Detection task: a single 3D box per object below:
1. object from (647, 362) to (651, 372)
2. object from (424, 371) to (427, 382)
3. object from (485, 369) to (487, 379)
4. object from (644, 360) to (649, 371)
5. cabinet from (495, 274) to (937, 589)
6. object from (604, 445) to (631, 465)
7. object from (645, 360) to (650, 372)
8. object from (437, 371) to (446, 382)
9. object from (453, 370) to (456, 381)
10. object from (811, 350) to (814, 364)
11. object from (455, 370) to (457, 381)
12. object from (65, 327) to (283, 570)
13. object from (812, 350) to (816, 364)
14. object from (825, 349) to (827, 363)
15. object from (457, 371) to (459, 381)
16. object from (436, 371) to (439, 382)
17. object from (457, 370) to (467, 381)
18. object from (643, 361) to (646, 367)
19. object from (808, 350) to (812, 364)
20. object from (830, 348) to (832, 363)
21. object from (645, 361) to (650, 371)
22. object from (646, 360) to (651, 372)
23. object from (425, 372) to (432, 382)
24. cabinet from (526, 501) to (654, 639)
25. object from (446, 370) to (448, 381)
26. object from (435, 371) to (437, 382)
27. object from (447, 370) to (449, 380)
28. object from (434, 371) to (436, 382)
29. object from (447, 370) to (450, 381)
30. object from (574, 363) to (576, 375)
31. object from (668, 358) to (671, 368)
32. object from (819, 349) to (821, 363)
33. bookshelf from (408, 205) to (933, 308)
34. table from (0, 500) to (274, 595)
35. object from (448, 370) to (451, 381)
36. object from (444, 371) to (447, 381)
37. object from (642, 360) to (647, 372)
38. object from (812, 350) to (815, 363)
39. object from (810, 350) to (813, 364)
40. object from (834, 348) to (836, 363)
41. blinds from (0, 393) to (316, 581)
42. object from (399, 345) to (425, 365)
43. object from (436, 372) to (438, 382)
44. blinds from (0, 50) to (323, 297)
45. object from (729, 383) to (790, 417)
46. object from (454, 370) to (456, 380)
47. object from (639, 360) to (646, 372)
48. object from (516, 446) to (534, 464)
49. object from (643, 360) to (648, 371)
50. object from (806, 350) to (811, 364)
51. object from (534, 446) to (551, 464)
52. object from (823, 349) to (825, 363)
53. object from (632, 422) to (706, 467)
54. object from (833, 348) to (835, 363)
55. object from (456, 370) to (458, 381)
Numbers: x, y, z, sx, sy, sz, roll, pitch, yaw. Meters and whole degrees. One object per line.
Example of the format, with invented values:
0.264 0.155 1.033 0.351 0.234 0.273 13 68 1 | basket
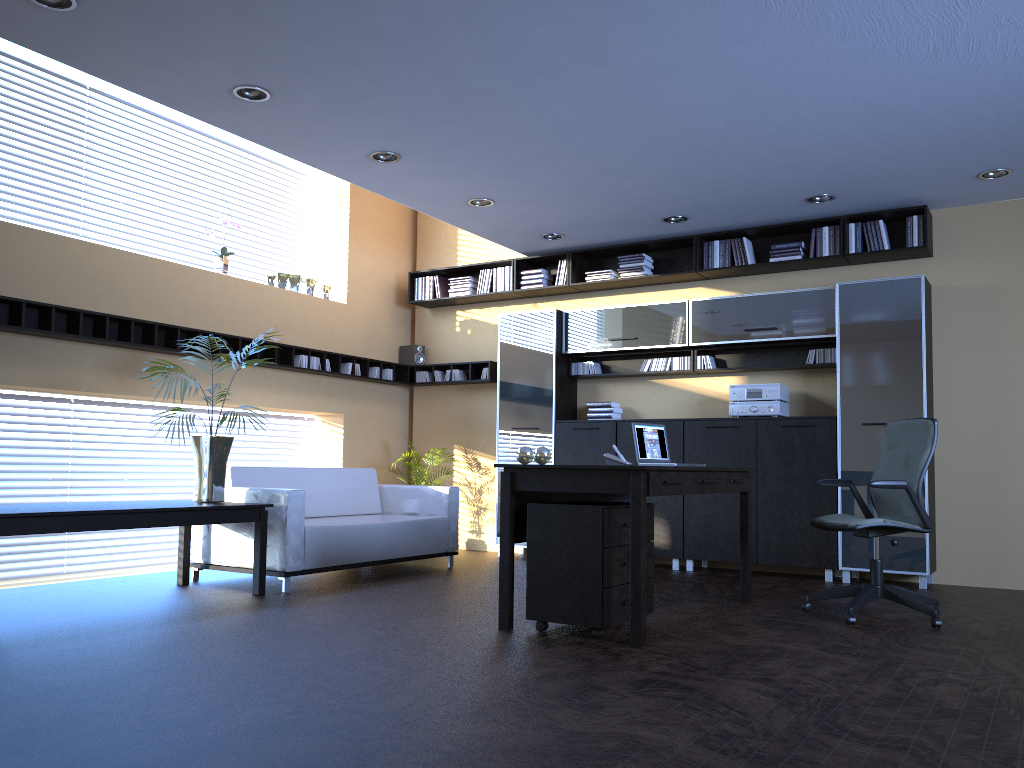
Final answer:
1.311 -0.166 8.321 0.059 0.112 0.142 -2 -5 31 | object
-0.910 -0.072 9.675 0.009 0.120 0.142 -2 -5 31 | object
-0.232 -0.102 9.260 0.030 0.120 0.142 -2 -5 31 | object
1.290 -0.165 8.324 0.055 0.109 0.140 -2 -6 32 | object
1.615 0.443 7.936 3.877 2.394 0.491 -2 -5 31 | cabinet
0.635 0.428 5.320 0.146 0.126 0.130 -1 -5 16 | object
1.301 -0.165 8.323 0.059 0.112 0.142 -2 -5 31 | object
-0.752 -0.078 9.578 0.040 0.118 0.142 -2 -5 31 | object
-0.583 -0.087 9.475 0.009 0.120 0.142 -2 -5 31 | object
2.574 -0.224 7.543 0.030 0.120 0.142 -2 -5 31 | object
-0.557 -0.087 9.459 0.030 0.120 0.142 -2 -5 31 | object
-2.462 0.522 6.525 1.041 1.856 1.898 4 -6 -38 | object
2.582 -0.224 7.536 0.030 0.120 0.142 -2 -5 31 | object
2.665 -0.229 7.477 0.009 0.120 0.142 -2 -5 31 | object
-0.539 -0.088 9.448 0.030 0.120 0.142 -2 -5 31 | object
-0.765 -0.078 9.586 0.030 0.120 0.142 -2 -5 31 | object
-0.526 -0.088 9.440 0.040 0.118 0.142 -2 -5 31 | object
1.268 -0.164 8.347 0.059 0.112 0.142 -2 -6 32 | object
2.556 -0.223 7.553 0.030 0.120 0.142 -2 -5 31 | object
2.699 -0.231 7.455 0.009 0.120 0.142 -2 -5 32 | object
1.301 -0.165 8.322 0.055 0.109 0.140 -2 -5 31 | object
1.308 -0.166 8.314 0.055 0.109 0.140 -2 -6 32 | object
-0.889 -0.072 9.662 0.040 0.118 0.142 -2 -5 31 | object
0.456 1.000 4.886 0.500 0.678 0.635 -2 -5 31 | cabinet
-0.657 -0.083 9.520 0.030 0.120 0.142 -2 -5 31 | object
-0.782 -0.078 9.597 0.030 0.120 0.142 -2 -5 31 | object
-0.648 -0.083 9.515 0.030 0.120 0.142 -2 -5 31 | object
-0.791 -0.077 9.603 0.030 0.120 0.142 -2 -5 31 | object
-0.639 -0.084 9.509 0.030 0.120 0.142 -2 -5 31 | object
0.651 -0.141 8.716 0.009 0.120 0.142 -2 -5 32 | object
1.481 -0.177 8.207 0.036 0.115 0.140 -2 -5 31 | object
2.619 -0.228 7.498 0.009 0.120 0.142 -2 -5 31 | object
1.154 -1.123 8.417 5.126 0.339 0.362 -2 -6 31 | bookshelf
-2.494 1.046 5.408 0.898 0.602 1.898 -2 -6 31 | table
-0.630 -0.084 9.504 0.030 0.120 0.142 -2 -5 31 | object
-0.670 -0.082 9.528 0.040 0.118 0.142 -2 -5 31 | object
1.274 -0.164 8.337 0.059 0.112 0.142 -2 -6 32 | object
2.578 -0.225 7.529 0.026 0.117 0.140 -2 -5 31 | object
2.565 -0.223 7.548 0.030 0.120 0.142 -2 -5 31 | object
2.728 -0.231 7.444 0.009 0.120 0.142 -2 -5 31 | object
-3.473 0.792 6.905 0.047 1.364 5.400 -2 -6 31 | blinds
-1.102 -0.306 9.822 0.254 0.229 0.159 -3 -6 41 | object
-0.774 -0.078 9.592 0.030 0.120 0.142 -2 -5 31 | object
-3.436 -1.774 7.082 0.039 1.458 5.400 -2 -6 31 | blinds
2.122 0.154 7.608 0.430 0.281 0.363 -2 -6 31 | object
-0.566 -0.087 9.464 0.030 0.120 0.142 -2 -5 31 | object
1.254 -0.164 8.343 0.059 0.112 0.142 -2 -5 31 | object
0.073 0.404 5.029 0.105 0.105 0.105 5 -6 -39 | object
1.283 -0.165 8.332 0.059 0.112 0.142 -2 -5 31 | object
2.544 -0.222 7.561 0.040 0.118 0.142 -2 -5 31 | object
0.173 0.411 5.095 0.105 0.105 0.105 5 -6 -39 | object
2.648 -0.228 7.487 0.009 0.120 0.142 -2 -5 31 | object
1.011 0.390 5.696 0.323 0.282 0.391 -3 -6 41 | object
2.715 -0.232 7.443 0.009 0.120 0.142 -2 -5 32 | object
-0.548 -0.088 9.454 0.030 0.120 0.142 -2 -5 31 | object
